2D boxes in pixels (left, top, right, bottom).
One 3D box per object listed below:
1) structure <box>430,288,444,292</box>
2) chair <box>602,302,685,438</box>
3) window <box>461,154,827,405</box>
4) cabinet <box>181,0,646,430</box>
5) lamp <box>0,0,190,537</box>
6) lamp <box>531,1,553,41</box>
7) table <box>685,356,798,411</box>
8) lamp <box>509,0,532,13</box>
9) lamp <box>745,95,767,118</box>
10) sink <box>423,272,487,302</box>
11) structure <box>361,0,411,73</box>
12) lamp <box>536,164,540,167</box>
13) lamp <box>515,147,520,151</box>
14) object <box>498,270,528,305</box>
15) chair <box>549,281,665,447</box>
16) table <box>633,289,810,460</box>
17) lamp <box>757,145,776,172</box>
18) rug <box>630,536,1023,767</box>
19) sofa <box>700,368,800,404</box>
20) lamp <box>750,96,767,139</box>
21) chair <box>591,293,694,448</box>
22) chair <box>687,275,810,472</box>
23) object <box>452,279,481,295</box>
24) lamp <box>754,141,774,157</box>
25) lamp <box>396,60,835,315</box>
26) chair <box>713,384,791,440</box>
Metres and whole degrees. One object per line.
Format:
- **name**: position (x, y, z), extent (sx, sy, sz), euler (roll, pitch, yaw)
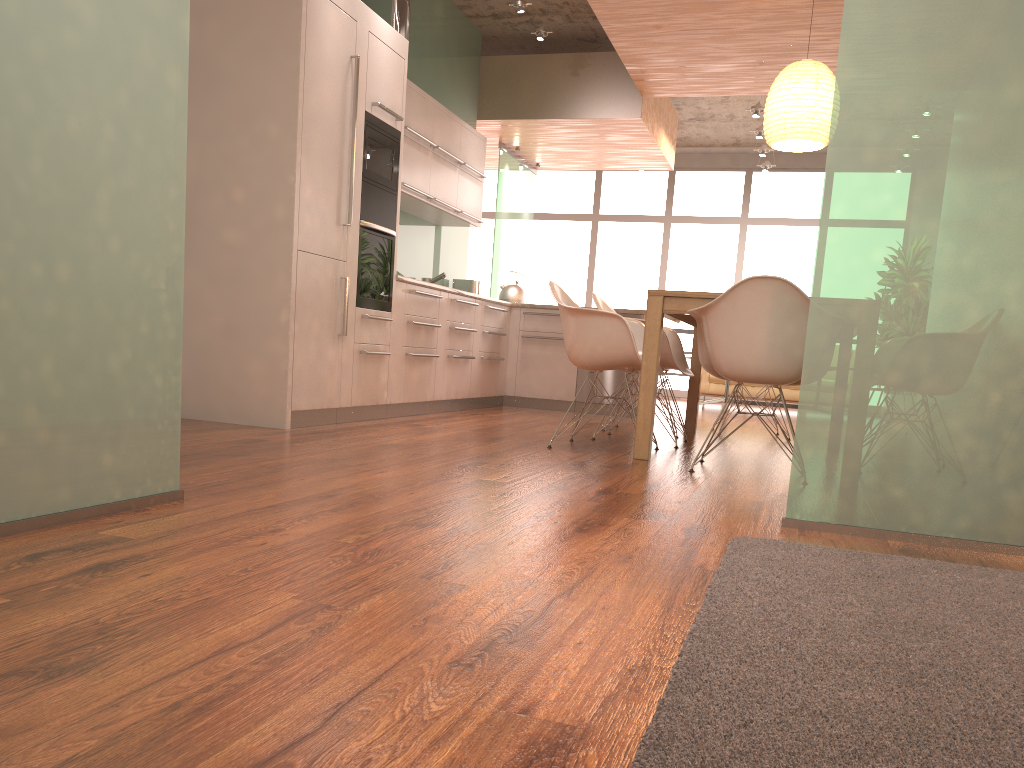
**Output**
- **structure**: position (-0.742, -0.743, 6.722), extent (0.489, 0.039, 0.671), euler (5, 2, 18)
- **chair**: position (0.898, -0.108, 5.982), extent (0.642, 0.871, 0.677), euler (5, 6, 13)
- **window**: position (1.121, -1.569, 12.554), extent (8.554, 3.320, 0.061), euler (5, 7, 18)
- **cabinet**: position (-0.190, -0.913, 6.268), extent (1.912, 2.300, 4.209), euler (6, 4, 18)
- **lamp**: position (1.037, -1.326, 4.385), extent (0.443, 3.436, 8.170), euler (10, 5, 36)
- **lamp**: position (0.249, -2.958, 6.959), extent (0.153, 0.476, 0.102), euler (2, 7, -15)
- **table**: position (2.768, 0.059, 9.363), extent (1.869, 0.566, 0.932), euler (5, 4, 18)
- **lamp**: position (0.074, -2.951, 6.423), extent (0.153, 0.476, 0.102), euler (2, 7, -15)
- **lamp**: position (2.410, -2.850, 8.603), extent (0.199, 0.488, 0.132), euler (2, 7, -15)
- **sink**: position (-0.491, -0.741, 7.414), extent (0.616, 0.387, 0.637), euler (5, 4, 18)
- **structure**: position (-0.865, -2.675, 6.099), extent (0.255, 1.146, 0.259), euler (6, 8, 18)
- **lamp**: position (0.313, -2.706, 10.021), extent (0.103, 0.476, 0.151), euler (3, 7, -10)
- **lamp**: position (0.078, -2.698, 9.302), extent (0.103, 0.476, 0.151), euler (3, 7, -10)
- **object**: position (0.012, -0.866, 7.972), extent (0.261, 0.309, 0.260), euler (8, 6, 34)
- **chair**: position (0.483, -0.097, 4.655), extent (0.642, 0.858, 0.677), euler (5, 5, 13)
- **table**: position (1.421, -0.013, 5.053), extent (1.025, 0.818, 2.056), euler (5, 3, 18)
- **lamp**: position (3.168, -2.877, 10.924), extent (0.199, 0.488, 0.132), euler (2, 7, -15)
- **rug**: position (0.896, 0.489, 1.243), extent (1.278, 0.009, 2.055), euler (5, 2, 18)
- **sofa**: position (3.182, -0.092, 10.550), extent (1.800, 0.847, 0.871), euler (5, 5, 18)
- **lamp**: position (2.662, -2.859, 9.376), extent (0.199, 0.488, 0.132), euler (2, 7, -15)
- **chair**: position (0.766, -0.093, 5.286), extent (0.642, 0.871, 0.677), euler (5, 6, 13)
- **chair**: position (1.115, -0.023, 4.001), extent (0.684, 0.871, 0.636), euler (5, 6, 13)
- **object**: position (-0.415, -0.852, 8.123), extent (0.237, 0.204, 0.152), euler (6, 6, 18)
- **lamp**: position (2.915, -2.868, 10.150), extent (0.199, 0.488, 0.132), euler (2, 7, -15)
- **lamp**: position (0.641, -1.264, 6.582), extent (3.214, 1.362, 3.042), euler (5, 3, 18)
- **chair**: position (1.787, -0.061, 6.475), extent (0.684, 0.871, 0.636), euler (4, 6, 3)
